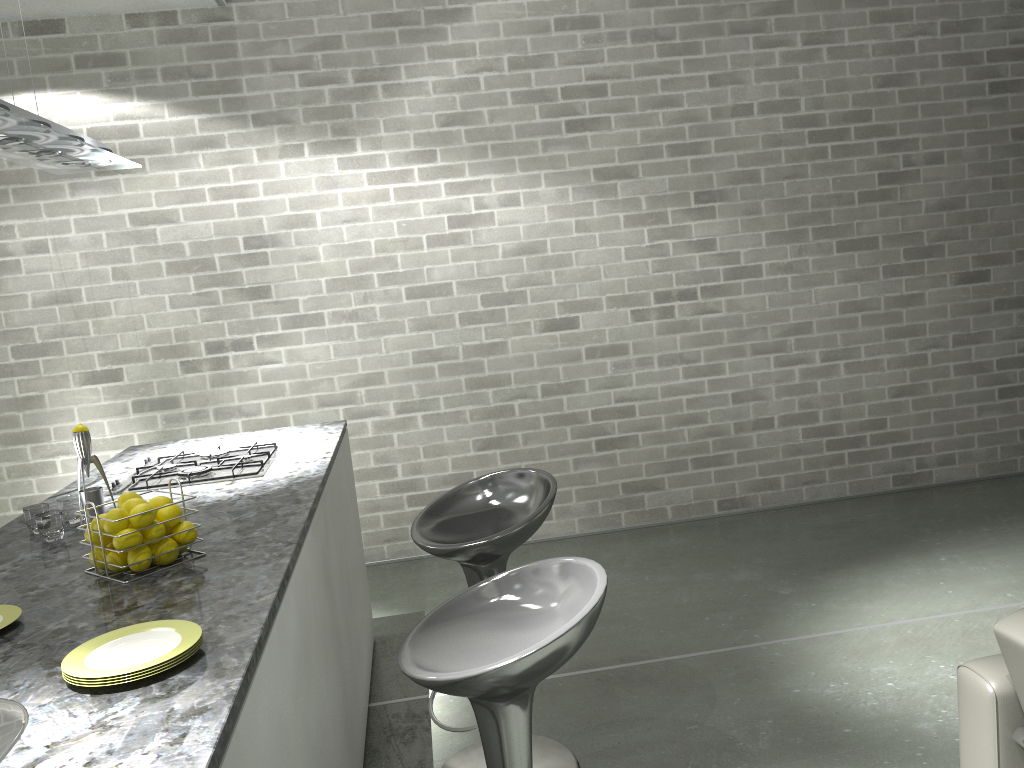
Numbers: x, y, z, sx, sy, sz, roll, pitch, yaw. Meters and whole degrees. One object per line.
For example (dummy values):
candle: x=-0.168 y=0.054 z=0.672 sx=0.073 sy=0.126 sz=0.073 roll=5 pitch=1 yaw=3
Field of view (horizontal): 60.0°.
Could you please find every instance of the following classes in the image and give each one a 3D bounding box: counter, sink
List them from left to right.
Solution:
sink: x=-0.949 y=0.347 z=0.890 sx=0.546 sy=1.023 sz=0.987 roll=-7 pitch=8 yaw=-6
counter: x=-0.843 y=0.950 z=1.652 sx=0.900 sy=0.960 sz=4.400 roll=-7 pitch=8 yaw=-6

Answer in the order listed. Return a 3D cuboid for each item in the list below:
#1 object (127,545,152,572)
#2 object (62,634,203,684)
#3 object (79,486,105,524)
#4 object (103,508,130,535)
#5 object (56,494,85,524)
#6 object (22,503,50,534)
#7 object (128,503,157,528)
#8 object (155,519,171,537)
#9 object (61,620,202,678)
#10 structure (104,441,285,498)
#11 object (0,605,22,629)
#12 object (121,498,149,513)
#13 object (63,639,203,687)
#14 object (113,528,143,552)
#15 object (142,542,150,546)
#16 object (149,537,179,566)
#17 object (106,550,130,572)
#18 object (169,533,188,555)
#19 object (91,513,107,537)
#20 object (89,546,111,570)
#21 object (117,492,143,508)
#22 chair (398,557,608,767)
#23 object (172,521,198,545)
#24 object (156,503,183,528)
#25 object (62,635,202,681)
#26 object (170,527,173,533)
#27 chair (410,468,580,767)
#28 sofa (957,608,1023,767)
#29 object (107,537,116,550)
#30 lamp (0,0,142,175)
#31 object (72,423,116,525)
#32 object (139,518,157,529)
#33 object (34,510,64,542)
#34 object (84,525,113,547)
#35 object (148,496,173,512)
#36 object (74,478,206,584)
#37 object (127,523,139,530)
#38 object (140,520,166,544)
object: x=-0.818 y=0.383 z=1.950 sx=0.052 sy=0.057 sz=0.060 roll=-8 pitch=8 yaw=-14
object: x=-0.625 y=0.452 z=1.471 sx=0.217 sy=0.017 sz=0.216 roll=-2 pitch=9 yaw=26
object: x=-1.132 y=0.337 z=2.402 sx=0.060 sy=0.106 sz=0.060 roll=-8 pitch=8 yaw=-12
object: x=-0.863 y=0.301 z=1.938 sx=0.057 sy=0.060 sz=0.052 roll=-10 pitch=9 yaw=-28
object: x=-1.237 y=0.353 z=2.496 sx=0.063 sy=0.070 sz=0.064 roll=-6 pitch=8 yaw=2
object: x=-1.298 y=0.369 z=2.427 sx=0.064 sy=0.070 sz=0.063 roll=-1 pitch=9 yaw=32
object: x=-0.814 y=0.290 z=1.954 sx=0.053 sy=0.051 sz=0.063 roll=-1 pitch=9 yaw=31
object: x=-0.821 y=0.337 z=2.048 sx=0.062 sy=0.053 sz=0.051 roll=-7 pitch=8 yaw=-8
object: x=-0.626 y=0.442 z=1.470 sx=0.217 sy=0.017 sz=0.216 roll=-2 pitch=9 yaw=26
structure: x=-1.066 y=0.277 z=3.035 sx=0.500 sy=0.038 sz=0.500 roll=-7 pitch=8 yaw=-6
object: x=-1.057 y=0.472 z=1.694 sx=0.217 sy=0.017 sz=0.216 roll=-3 pitch=8 yaw=19
object: x=-0.849 y=0.284 z=2.002 sx=0.063 sy=0.053 sz=0.051 roll=-8 pitch=8 yaw=-14
object: x=-0.625 y=0.456 z=1.471 sx=0.217 sy=0.017 sz=0.216 roll=-2 pitch=9 yaw=26
object: x=-0.835 y=0.340 z=1.927 sx=0.053 sy=0.051 sz=0.063 roll=1 pitch=11 yaw=42
object: x=-0.832 y=0.376 z=2.010 sx=0.052 sy=0.060 sz=0.057 roll=-7 pitch=8 yaw=-10
object: x=-0.790 y=0.378 z=2.004 sx=0.074 sy=0.063 sz=0.064 roll=-5 pitch=8 yaw=4
object: x=-0.872 y=0.392 z=1.969 sx=0.053 sy=0.053 sz=0.061 roll=-2 pitch=9 yaw=26
object: x=-0.784 y=0.371 z=2.061 sx=0.063 sy=0.053 sz=0.051 roll=-7 pitch=8 yaw=-8
object: x=-0.904 y=0.313 z=1.972 sx=0.063 sy=0.051 sz=0.053 roll=-2 pitch=9 yaw=29
object: x=-0.923 y=0.392 z=2.001 sx=0.061 sy=0.053 sz=0.053 roll=-2 pitch=9 yaw=29
object: x=-0.888 y=0.280 z=2.068 sx=0.059 sy=0.060 sz=0.050 roll=-8 pitch=8 yaw=-16
chair: x=0.010 y=0.865 z=1.868 sx=0.464 sy=0.931 sz=0.457 roll=-5 pitch=8 yaw=8
object: x=-0.751 y=0.342 z=2.037 sx=0.052 sy=0.054 sz=0.061 roll=-12 pitch=10 yaw=-39
object: x=-0.782 y=0.300 z=2.024 sx=0.053 sy=0.052 sz=0.061 roll=-6 pitch=8 yaw=-3
object: x=-0.626 y=0.447 z=1.470 sx=0.217 sy=0.017 sz=0.216 roll=-2 pitch=9 yaw=26
object: x=-0.809 y=0.335 z=2.077 sx=0.051 sy=0.055 sz=0.061 roll=-12 pitch=10 yaw=-36
chair: x=-0.053 y=0.760 z=2.678 sx=0.464 sy=0.931 sz=0.457 roll=-10 pitch=9 yaw=-25
sofa: x=1.631 y=0.900 z=1.156 sx=0.902 sy=0.717 sz=2.114 roll=-7 pitch=8 yaw=-6
object: x=-0.907 y=0.364 z=2.045 sx=0.062 sy=0.053 sz=0.052 roll=-3 pitch=8 yaw=21
lamp: x=-1.414 y=-1.130 z=2.324 sx=0.290 sy=0.964 sz=1.490 roll=-7 pitch=8 yaw=-6
object: x=-1.155 y=0.248 z=2.396 sx=0.088 sy=0.288 sz=0.101 roll=-3 pitch=9 yaw=24
object: x=-0.868 y=0.325 z=2.088 sx=0.061 sy=0.054 sz=0.053 roll=-2 pitch=9 yaw=30
object: x=-1.213 y=0.373 z=2.329 sx=0.064 sy=0.070 sz=0.063 roll=-1 pitch=9 yaw=32
object: x=-0.933 y=0.341 z=2.003 sx=0.060 sy=0.055 sz=0.053 roll=-2 pitch=9 yaw=27
object: x=-0.820 y=0.287 z=2.068 sx=0.063 sy=0.053 sz=0.051 roll=-6 pitch=8 yaw=-3
object: x=-0.847 y=0.325 z=2.018 sx=0.189 sy=0.174 sz=0.207 roll=0 pitch=10 yaw=39
object: x=-0.859 y=0.333 z=1.979 sx=0.051 sy=0.053 sz=0.064 roll=-8 pitch=8 yaw=-13
object: x=-0.803 y=0.331 z=1.980 sx=0.052 sy=0.053 sz=0.062 roll=-14 pitch=11 yaw=-44
